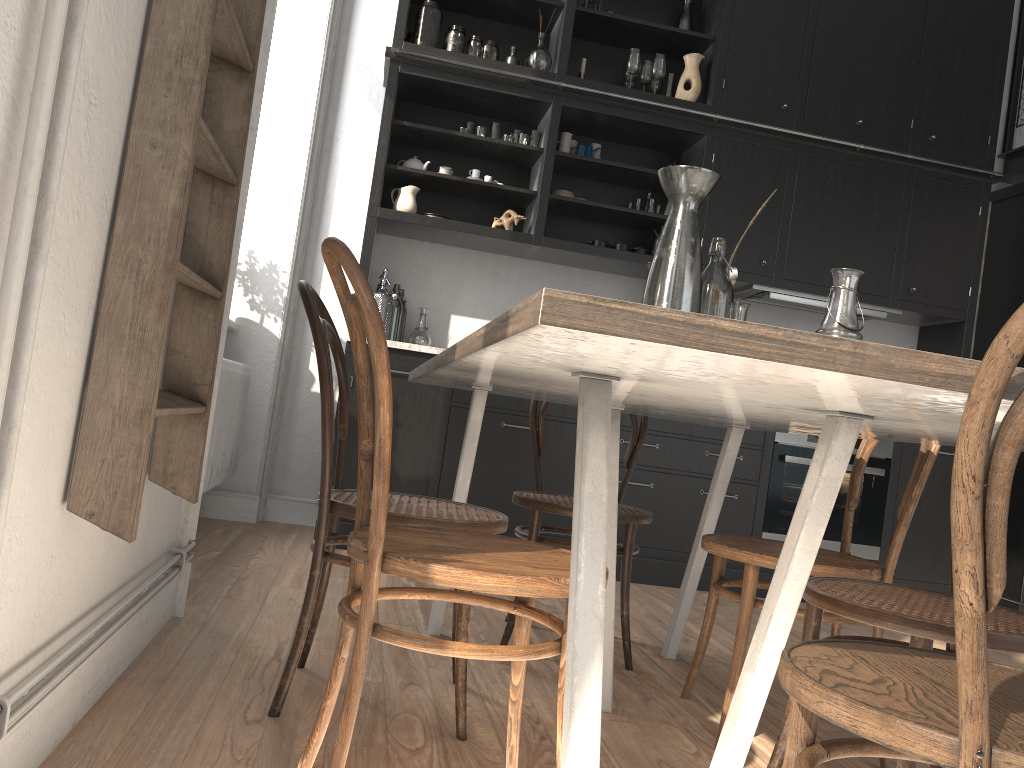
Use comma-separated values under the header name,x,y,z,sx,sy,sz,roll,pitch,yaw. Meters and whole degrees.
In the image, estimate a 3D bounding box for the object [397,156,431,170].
name,x,y,z,sx,sy,sz,roll,pitch,yaw
object,-0.491,-1.084,4.422,0.125,0.100,0.140,9,-2,-28

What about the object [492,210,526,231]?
name,x,y,z,sx,sy,sz,roll,pitch,yaw
object,-0.018,-0.801,4.384,0.173,0.123,0.070,7,-2,23

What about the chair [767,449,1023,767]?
name,x,y,z,sx,sy,sz,roll,pitch,yaw
chair,0.812,0.398,1.624,0.549,0.920,0.438,9,-2,-14

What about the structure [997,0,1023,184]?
name,x,y,z,sx,sy,sz,roll,pitch,yaw
structure,5.399,-1.530,2.582,4.158,1.212,5.927,8,-2,-9

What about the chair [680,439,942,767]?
name,x,y,z,sx,sy,sz,roll,pitch,yaw
chair,0.752,0.413,2.207,0.549,0.920,0.438,8,-2,2

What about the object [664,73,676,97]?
name,x,y,z,sx,sy,sz,roll,pitch,yaw
object,0.817,-1.513,4.604,0.046,0.186,0.046,10,-2,-37

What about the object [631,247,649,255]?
name,x,y,z,sx,sy,sz,roll,pitch,yaw
object,0.649,-0.668,4.506,0.088,0.059,0.104,8,-2,-1

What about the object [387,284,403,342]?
name,x,y,z,sx,sy,sz,roll,pitch,yaw
object,-0.582,-0.338,4.334,0.086,0.301,0.086,9,-2,-23

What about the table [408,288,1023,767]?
name,x,y,z,sx,sy,sz,roll,pitch,yaw
table,0.329,0.408,1.861,1.100,0.779,2.200,8,-2,-9

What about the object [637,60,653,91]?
name,x,y,z,sx,sy,sz,roll,pitch,yaw
object,0.685,-1.551,4.577,0.083,0.221,0.083,8,-2,-10

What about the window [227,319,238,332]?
name,x,y,z,sx,sy,sz,roll,pitch,yaw
window,-4.625,-6.429,9.324,26.403,15.931,14.386,8,-2,-9

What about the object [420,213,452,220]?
name,x,y,z,sx,sy,sz,roll,pitch,yaw
object,-0.384,-0.807,4.411,0.180,0.037,0.180,9,-3,-24

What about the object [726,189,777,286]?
name,x,y,z,sx,sy,sz,roll,pitch,yaw
object,0.454,-0.191,1.918,0.157,0.446,0.157,8,-2,9

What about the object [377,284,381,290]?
name,x,y,z,sx,sy,sz,roll,pitch,yaw
object,-0.674,-0.348,4.416,0.086,0.301,0.086,8,-2,5

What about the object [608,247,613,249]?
name,x,y,z,sx,sy,sz,roll,pitch,yaw
object,0.489,-0.688,4.599,0.104,0.059,0.088,7,-2,19

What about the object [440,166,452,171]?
name,x,y,z,sx,sy,sz,roll,pitch,yaw
object,-0.332,-1.066,4.419,0.058,0.047,0.055,8,-2,6

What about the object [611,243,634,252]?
name,x,y,z,sx,sy,sz,roll,pitch,yaw
object,0.554,-0.683,4.469,0.104,0.059,0.088,9,-3,-31

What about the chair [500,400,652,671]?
name,x,y,z,sx,sy,sz,roll,pitch,yaw
chair,0.224,0.364,2.830,0.438,0.920,0.549,8,-2,3

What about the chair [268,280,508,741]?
name,x,y,z,sx,sy,sz,roll,pitch,yaw
chair,-0.278,0.259,2.033,0.549,0.920,0.438,8,-2,-2

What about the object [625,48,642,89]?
name,x,y,z,sx,sy,sz,roll,pitch,yaw
object,0.605,-1.567,4.459,0.083,0.221,0.083,7,-2,22

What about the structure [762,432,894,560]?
name,x,y,z,sx,sy,sz,roll,pitch,yaw
structure,1.499,0.520,4.593,0.622,0.623,0.618,8,-2,-9

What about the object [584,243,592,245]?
name,x,y,z,sx,sy,sz,roll,pitch,yaw
object,0.392,-0.701,4.586,0.088,0.059,0.104,9,-2,-11

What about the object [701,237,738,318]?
name,x,y,z,sx,sy,sz,roll,pitch,yaw
object,0.385,-0.135,1.733,0.086,0.301,0.086,9,-2,-23

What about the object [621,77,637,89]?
name,x,y,z,sx,sy,sz,roll,pitch,yaw
object,0.614,-1.557,4.692,0.083,0.221,0.083,7,-2,22

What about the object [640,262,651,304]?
name,x,y,z,sx,sy,sz,roll,pitch,yaw
object,0.293,-0.121,1.832,0.100,0.255,0.098,9,-2,-32

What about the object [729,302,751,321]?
name,x,y,z,sx,sy,sz,roll,pitch,yaw
object,0.399,-0.066,1.593,0.083,0.158,0.083,9,-2,-13

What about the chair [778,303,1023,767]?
name,x,y,z,sx,sy,sz,roll,pitch,yaw
chair,0.520,0.327,0.904,0.438,0.920,0.549,8,-2,-1

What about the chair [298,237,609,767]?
name,x,y,z,sx,sy,sz,roll,pitch,yaw
chair,-0.107,0.261,1.481,0.549,0.920,0.438,9,-2,-11

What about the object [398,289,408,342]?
name,x,y,z,sx,sy,sz,roll,pitch,yaw
object,-0.581,-0.331,4.496,0.086,0.301,0.086,7,-2,37

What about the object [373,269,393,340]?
name,x,y,z,sx,sy,sz,roll,pitch,yaw
object,-0.622,-0.375,4.208,0.109,0.349,0.109,9,-2,-28

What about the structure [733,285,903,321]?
name,x,y,z,sx,sy,sz,roll,pitch,yaw
structure,1.608,-0.446,4.758,0.844,0.123,0.379,8,-2,-9

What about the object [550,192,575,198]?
name,x,y,z,sx,sy,sz,roll,pitch,yaw
object,0.016,-0.183,1.627,0.792,1.842,5.828,8,-2,-4

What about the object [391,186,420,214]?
name,x,y,z,sx,sy,sz,roll,pitch,yaw
object,-0.519,-0.886,4.319,0.116,0.144,0.127,9,-2,-30

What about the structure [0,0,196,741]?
name,x,y,z,sx,sy,sz,roll,pitch,yaw
structure,-0.614,-1.599,1.667,0.340,4.472,5.182,8,-2,-9

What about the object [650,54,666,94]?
name,x,y,z,sx,sy,sz,roll,pitch,yaw
object,0.733,-1.548,4.482,0.083,0.221,0.083,7,-2,37

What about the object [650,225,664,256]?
name,x,y,z,sx,sy,sz,roll,pitch,yaw
object,0.779,-0.714,4.551,0.129,0.191,0.124,7,-2,19

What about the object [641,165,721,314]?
name,x,y,z,sx,sy,sz,roll,pitch,yaw
object,0.298,-0.193,1.619,0.116,0.383,0.116,8,-2,2

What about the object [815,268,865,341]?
name,x,y,z,sx,sy,sz,roll,pitch,yaw
object,0.548,-0.080,1.488,0.132,0.219,0.132,9,-2,-20

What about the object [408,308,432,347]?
name,x,y,z,sx,sy,sz,roll,pitch,yaw
object,-0.460,-0.275,4.495,0.120,0.219,0.132,8,-2,-9

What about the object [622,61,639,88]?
name,x,y,z,sx,sy,sz,roll,pitch,yaw
object,0.604,-1.563,4.563,0.083,0.221,0.083,9,-2,-17

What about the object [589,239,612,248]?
name,x,y,z,sx,sy,sz,roll,pitch,yaw
object,0.443,-0.700,4.458,0.104,0.059,0.088,9,-2,-21

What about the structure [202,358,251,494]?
name,x,y,z,sx,sy,sz,roll,pitch,yaw
structure,-1.233,0.157,3.418,0.194,0.552,1.577,8,-2,-9

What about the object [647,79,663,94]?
name,x,y,z,sx,sy,sz,roll,pitch,yaw
object,0.751,-1.537,4.685,0.083,0.221,0.083,8,-2,-10
